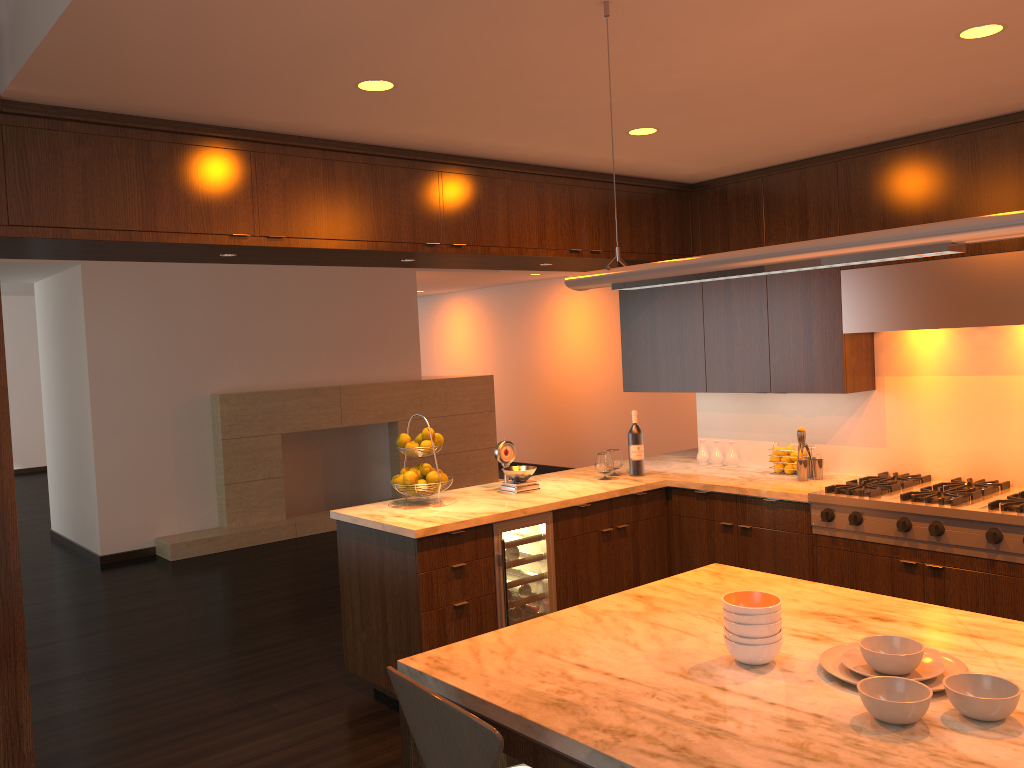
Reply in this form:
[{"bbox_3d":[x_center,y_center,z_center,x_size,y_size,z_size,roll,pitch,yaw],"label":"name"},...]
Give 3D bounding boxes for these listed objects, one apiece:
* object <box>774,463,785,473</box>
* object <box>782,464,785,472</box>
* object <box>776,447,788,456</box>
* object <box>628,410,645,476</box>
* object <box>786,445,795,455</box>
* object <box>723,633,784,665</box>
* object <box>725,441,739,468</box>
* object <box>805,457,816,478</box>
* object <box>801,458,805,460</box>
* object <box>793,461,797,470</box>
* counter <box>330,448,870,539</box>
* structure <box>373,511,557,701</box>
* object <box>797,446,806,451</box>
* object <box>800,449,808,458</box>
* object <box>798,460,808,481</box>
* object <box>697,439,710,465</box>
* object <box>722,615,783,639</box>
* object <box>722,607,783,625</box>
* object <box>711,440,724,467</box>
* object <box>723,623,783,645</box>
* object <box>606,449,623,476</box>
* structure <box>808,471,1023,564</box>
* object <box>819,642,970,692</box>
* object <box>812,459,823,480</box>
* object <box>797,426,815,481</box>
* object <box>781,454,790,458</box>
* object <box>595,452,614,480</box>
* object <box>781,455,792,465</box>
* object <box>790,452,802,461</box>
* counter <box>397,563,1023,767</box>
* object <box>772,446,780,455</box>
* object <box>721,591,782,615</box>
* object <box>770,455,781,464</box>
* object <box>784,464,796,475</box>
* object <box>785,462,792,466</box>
[{"bbox_3d":[1.482,0.465,4.920,0.060,0.057,0.052,-3,2,-5],"label":"object"},{"bbox_3d":[1.510,0.468,4.971,0.061,0.053,0.053,-1,3,36],"label":"object"},{"bbox_3d":[1.492,0.375,4.900,0.063,0.051,0.053,-1,3,41],"label":"object"},{"bbox_3d":[0.718,0.342,5.142,0.095,0.378,0.094,-3,2,-14],"label":"object"},{"bbox_3d":[1.546,0.368,4.925,0.051,0.053,0.063,-3,2,-5],"label":"object"},{"bbox_3d":[0.574,0.628,2.108,0.140,0.059,0.139,-1,3,42],"label":"object"},{"bbox_3d":[1.309,0.419,5.278,0.079,0.154,0.079,-1,3,33],"label":"object"},{"bbox_3d":[1.602,0.449,4.756,0.060,0.106,0.060,-3,2,-7],"label":"object"},{"bbox_3d":[1.609,0.432,4.883,0.061,0.055,0.051,-4,3,-27],"label":"object"},{"bbox_3d":[1.559,0.443,4.834,0.061,0.054,0.052,-4,3,-29],"label":"object"},{"bbox_3d":[1.458,0.554,4.089,3.187,0.038,3.616,-5,3,-39],"label":"counter"},{"bbox_3d":[1.534,1.014,4.142,3.060,0.862,3.400,-5,3,-39],"label":"structure"},{"bbox_3d":[1.618,0.365,4.952,0.050,0.060,0.059,-3,2,-7],"label":"object"},{"bbox_3d":[1.605,0.381,4.886,0.051,0.053,0.063,-3,2,7],"label":"object"},{"bbox_3d":[1.529,0.456,4.662,0.060,0.106,0.060,-3,2,-7],"label":"object"},{"bbox_3d":[1.173,0.419,5.449,0.079,0.154,0.079,-1,3,33],"label":"object"},{"bbox_3d":[0.571,0.582,2.105,0.139,0.062,0.140,-5,3,-39],"label":"object"},{"bbox_3d":[0.570,0.560,2.105,0.140,0.064,0.139,-2,2,25],"label":"object"},{"bbox_3d":[1.240,0.419,5.364,0.079,0.154,0.079,-1,3,33],"label":"object"},{"bbox_3d":[0.573,0.604,2.106,0.140,0.068,0.139,-1,3,34],"label":"object"},{"bbox_3d":[0.596,0.459,5.193,0.112,0.151,0.112,-4,2,-21],"label":"object"},{"bbox_3d":[2.057,0.492,4.089,0.824,0.422,1.067,-5,3,-39],"label":"structure"},{"bbox_3d":[0.853,0.638,1.990,0.309,0.021,0.310,-5,3,-39],"label":"object"},{"bbox_3d":[1.615,0.451,4.681,0.060,0.106,0.060,-3,2,-7],"label":"object"},{"bbox_3d":[1.522,0.365,4.673,0.101,0.288,0.088,-3,2,-9],"label":"object"},{"bbox_3d":[1.522,0.413,4.947,0.064,0.053,0.051,-3,2,-4],"label":"object"},{"bbox_3d":[0.527,0.468,5.055,0.112,0.151,0.112,-4,2,-21],"label":"object"},{"bbox_3d":[1.513,0.419,4.892,0.062,0.053,0.052,-4,3,-34],"label":"object"},{"bbox_3d":[1.555,0.396,4.859,0.061,0.052,0.053,-3,2,7],"label":"object"},{"bbox_3d":[1.065,0.673,1.593,1.280,0.038,2.711,-5,3,-39],"label":"counter"},{"bbox_3d":[1.484,0.377,4.952,0.052,0.060,0.057,-4,2,-18],"label":"object"},{"bbox_3d":[0.569,0.539,2.104,0.139,0.062,0.140,-4,3,-31],"label":"object"},{"bbox_3d":[1.466,0.418,4.933,0.053,0.051,0.063,-5,3,-37],"label":"object"},{"bbox_3d":[1.531,0.470,4.883,0.064,0.063,0.074,-2,2,14],"label":"object"},{"bbox_3d":[1.545,0.462,4.923,0.057,0.060,0.052,-3,2,-1],"label":"object"}]
